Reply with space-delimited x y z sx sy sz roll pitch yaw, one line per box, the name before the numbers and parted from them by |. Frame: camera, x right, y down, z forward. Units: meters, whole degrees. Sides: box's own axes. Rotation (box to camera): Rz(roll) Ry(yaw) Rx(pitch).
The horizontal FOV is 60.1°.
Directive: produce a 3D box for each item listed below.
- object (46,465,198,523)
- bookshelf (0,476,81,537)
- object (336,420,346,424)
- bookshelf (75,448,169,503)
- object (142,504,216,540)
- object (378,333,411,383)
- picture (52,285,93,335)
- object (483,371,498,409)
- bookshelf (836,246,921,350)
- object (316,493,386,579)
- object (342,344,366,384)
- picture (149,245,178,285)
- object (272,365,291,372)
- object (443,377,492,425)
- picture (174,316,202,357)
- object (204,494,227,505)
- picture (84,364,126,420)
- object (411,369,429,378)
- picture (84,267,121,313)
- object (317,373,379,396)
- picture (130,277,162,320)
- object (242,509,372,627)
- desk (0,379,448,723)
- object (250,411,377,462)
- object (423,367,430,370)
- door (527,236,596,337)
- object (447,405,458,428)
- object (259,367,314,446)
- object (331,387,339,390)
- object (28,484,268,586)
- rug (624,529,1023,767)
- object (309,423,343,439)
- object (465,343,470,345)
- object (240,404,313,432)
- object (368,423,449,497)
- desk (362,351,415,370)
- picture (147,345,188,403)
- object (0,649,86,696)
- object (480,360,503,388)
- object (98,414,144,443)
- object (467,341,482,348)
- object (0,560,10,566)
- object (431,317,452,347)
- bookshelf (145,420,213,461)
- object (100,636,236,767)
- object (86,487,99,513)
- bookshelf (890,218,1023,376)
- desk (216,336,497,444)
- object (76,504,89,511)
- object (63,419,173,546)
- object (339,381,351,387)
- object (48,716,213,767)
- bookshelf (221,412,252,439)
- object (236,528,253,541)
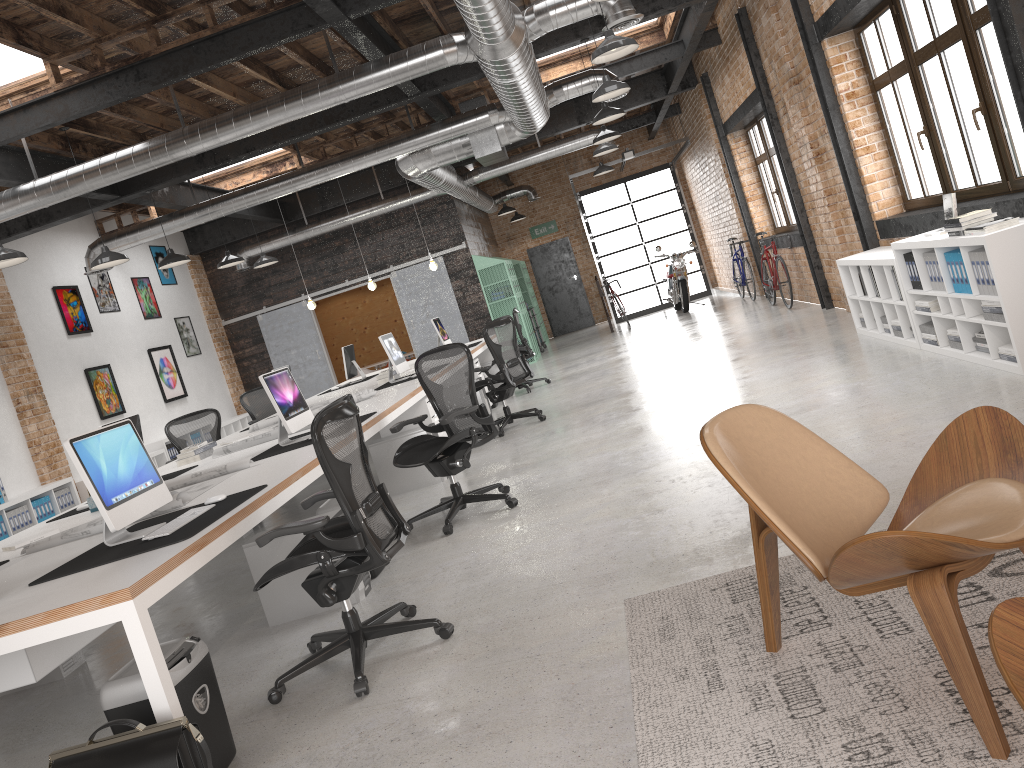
object | -2.629 0.739 6.044 0.686 0.008 0.853 -17 6 8
bookshelf | -5.062 1.572 9.184 0.399 0.797 1.552 -17 5 7
object | -1.165 0.252 6.086 0.106 0.028 0.059 -17 5 6
bookshelf | -4.853 1.352 11.238 0.399 0.683 1.552 -17 5 7
object | -1.391 0.577 3.720 0.118 0.017 0.441 -17 6 7
object | -1.191 -0.268 8.872 0.189 0.484 0.486 -17 4 7
picture | -5.722 -0.962 11.535 0.042 0.651 0.527 -17 4 7
object | -0.346 0.077 10.921 0.250 0.464 0.340 -17 4 7
bookshelf | 3.105 -0.733 7.121 0.399 0.683 1.552 -17 5 7
object | -0.896 0.863 5.042 0.250 0.464 0.340 -17 4 7
object | -2.076 -0.266 11.538 0.189 0.484 0.486 -17 4 7
picture | -5.650 -1.923 14.356 0.018 0.660 0.535 -17 4 7
object | -2.306 0.062 9.089 0.189 0.484 0.486 -17 4 7
object | -0.548 0.221 10.216 0.540 0.454 0.222 -17 3 7
picture | -5.284 -0.777 14.442 0.018 0.660 0.535 -17 4 7
object | -1.356 0.525 4.044 0.106 0.028 0.059 -17 5 8
picture | -5.365 0.101 11.687 0.044 0.695 0.563 -17 4 7
object | -0.912 -0.107 8.833 0.118 0.017 0.441 -17 6 7
picture | -5.728 -1.320 12.400 0.018 0.660 0.535 -17 4 7
object | -2.111 0.000 11.569 0.686 0.008 0.852 -17 6 6
picture | -5.575 -1.312 13.510 0.018 0.660 0.535 -17 4 7
object | -1.066 0.961 4.684 0.540 0.454 0.222 -17 3 7
desk | -1.932 0.990 5.429 2.308 0.767 5.136 -17 6 7
object | -1.298 0.345 5.794 0.686 0.008 0.853 -17 6 7
object | -0.877 -0.159 9.157 0.106 0.028 0.059 -17 5 6
door | 1.116 -2.204 20.153 0.996 2.094 0.219 -17 3 7
object | -0.605 0.447 8.153 0.250 0.464 0.340 -17 4 7
object | -1.479 0.143 5.801 0.189 0.484 0.486 -17 4 7
object | -2.254 0.055 11.276 0.106 0.028 0.059 -17 5 8
object | -1.490 0.619 3.745 0.686 0.008 0.852 -17 6 7
rug | 1.595 0.654 1.836 2.724 0.004 3.012 -17 6 7
object | -1.200 0.303 5.762 0.118 0.017 0.441 -17 6 7
object | -0.619 -0.526 11.903 0.106 0.028 0.059 -17 5 6
object | -2.341 0.328 9.118 0.686 0.008 0.852 -17 6 6
object | -0.828 0.620 7.229 0.540 0.454 0.222 -17 3 7
desk | -2.016 -0.250 17.787 1.995 0.729 1.003 -17 5 7
picture | -5.213 -0.158 13.412 0.054 0.840 0.680 -17 4 7
object | -2.779 1.469 5.000 0.543 0.454 0.222 -17 3 7
object | -0.349 -0.063 12.341 0.540 0.454 0.222 -17 3 7
object | -2.595 0.474 6.005 0.189 0.484 0.486 -17 4 7
object | -0.752 -0.436 11.629 0.686 0.008 0.852 -17 6 6
object | -2.823 1.015 3.980 0.686 0.008 0.853 -17 6 8
object | -0.934 -0.635 11.618 0.189 0.484 0.486 -17 4 7
bookshelf | -4.725 1.091 12.781 0.399 0.797 1.552 -17 5 7
object | -1.160 1.155 3.043 0.250 0.464 0.340 -17 4 7
object | -2.493 0.595 5.489 0.280 0.311 0.151 -17 3 7
bookshelf | 2.949 -0.583 5.576 0.399 0.797 1.552 -17 5 7
desk | -1.456 0.311 10.509 2.308 0.767 5.136 -17 6 7
object | -2.772 0.796 5.743 0.106 0.028 0.059 -17 5 6
object | -1.670 0.416 3.759 0.189 0.484 0.486 -17 4 7
object | -2.215 0.016 11.600 0.118 0.017 0.441 -17 6 7
object | -1.122 1.205 2.676 0.547 0.428 0.269 -17 4 5
bookshelf | -4.564 0.941 14.317 0.399 0.683 1.552 -17 5 7
object | -2.546 1.136 7.493 0.543 0.454 0.222 -17 3 7
